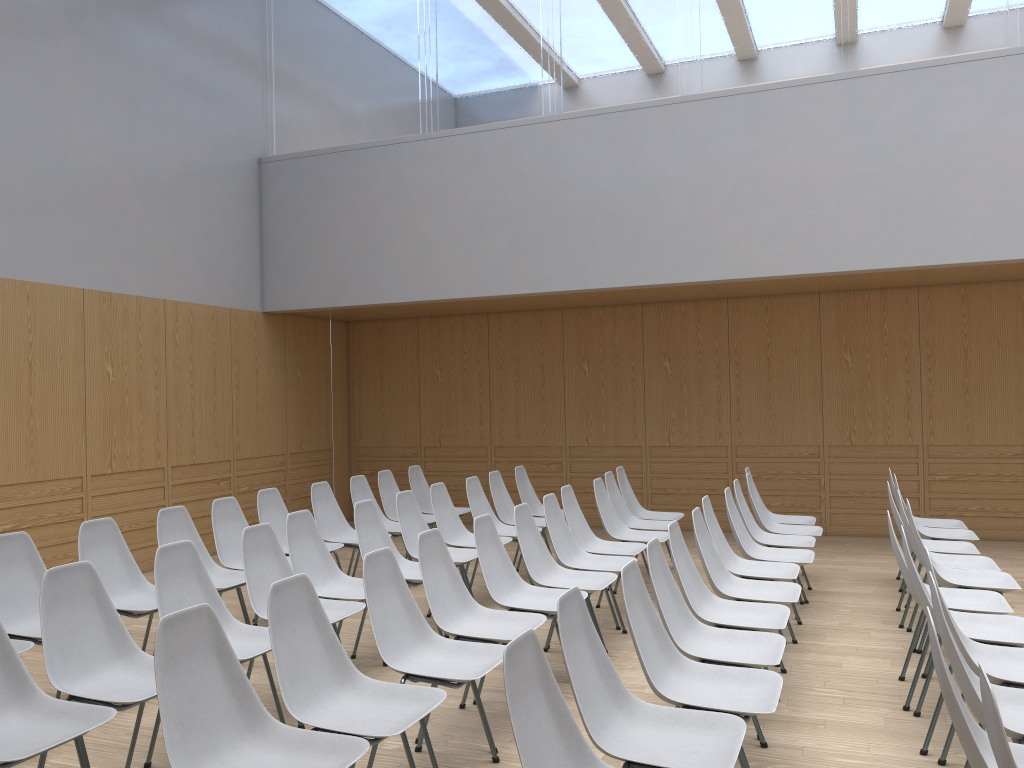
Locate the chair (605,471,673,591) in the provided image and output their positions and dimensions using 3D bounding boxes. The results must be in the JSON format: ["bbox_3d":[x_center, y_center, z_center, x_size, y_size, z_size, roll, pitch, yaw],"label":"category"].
[{"bbox_3d":[0.996,1.118,6.841,0.505,0.876,0.479,-2,-1,21],"label":"chair"}]

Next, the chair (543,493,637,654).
[{"bbox_3d":[0.468,1.105,5.330,0.505,0.876,0.479,-2,-1,21],"label":"chair"}]

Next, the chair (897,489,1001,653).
[{"bbox_3d":[2.500,1.052,5.086,0.505,0.876,0.479,-2,-1,21],"label":"chair"}]

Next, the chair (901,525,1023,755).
[{"bbox_3d":[1.913,1.043,3.696,0.505,0.876,0.479,-2,-1,21],"label":"chair"}]

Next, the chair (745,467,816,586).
[{"bbox_3d":[2.107,1.093,6.935,0.505,0.876,0.479,-2,-1,21],"label":"chair"}]

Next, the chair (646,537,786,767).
[{"bbox_3d":[0.814,1.066,3.519,0.505,0.876,0.479,-2,-1,21],"label":"chair"}]

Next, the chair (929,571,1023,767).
[{"bbox_3d":[1.567,1.034,2.700,0.505,0.876,0.479,-2,-1,21],"label":"chair"}]

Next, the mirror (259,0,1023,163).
[{"bbox_3d":[5.596,-3.672,6.432,17.827,2.089,0.253,-2,-1,21],"label":"mirror"}]

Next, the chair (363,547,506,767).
[{"bbox_3d":[-0.294,1.091,3.432,0.505,0.876,0.479,-2,-1,21],"label":"chair"}]

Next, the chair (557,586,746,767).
[{"bbox_3d":[0.412,1.060,2.604,0.505,0.876,0.479,-2,-1,21],"label":"chair"}]

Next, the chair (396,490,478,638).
[{"bbox_3d":[-0.466,1.134,5.735,0.505,0.876,0.479,-2,-1,21],"label":"chair"}]

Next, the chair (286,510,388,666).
[{"bbox_3d":[-0.930,1.129,4.772,0.505,0.876,0.479,-2,-1,21],"label":"chair"}]

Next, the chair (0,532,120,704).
[{"bbox_3d":[-2.178,1.148,4.157,0.505,0.876,0.479,-2,-1,21],"label":"chair"}]

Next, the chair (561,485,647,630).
[{"bbox_3d":[0.604,1.110,5.837,0.505,0.876,0.479,-2,-1,21],"label":"chair"}]

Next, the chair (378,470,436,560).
[{"bbox_3d":[-0.856,1.174,7.538,0.505,0.876,0.479,-2,-1,21],"label":"chair"}]

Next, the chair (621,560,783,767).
[{"bbox_3d":[0.653,1.061,3.030,0.505,0.876,0.479,-2,-1,21],"label":"chair"}]

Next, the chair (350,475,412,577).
[{"bbox_3d":[-1.003,1.169,7.057,0.505,0.876,0.479,-2,-1,21],"label":"chair"}]

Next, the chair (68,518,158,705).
[{"bbox_3d":[-1.970,1.151,4.633,0.505,0.876,0.479,-2,-1,21],"label":"chair"}]

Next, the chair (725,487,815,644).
[{"bbox_3d":[1.585,1.080,5.442,0.505,0.876,0.479,-2,-1,21],"label":"chair"}]

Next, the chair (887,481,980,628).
[{"bbox_3d":[2.655,1.057,5.592,0.505,0.876,0.479,-2,-1,21],"label":"chair"}]

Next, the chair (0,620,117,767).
[{"bbox_3d":[-1.585,1.111,2.796,0.505,0.876,0.479,-2,-1,21],"label":"chair"}]

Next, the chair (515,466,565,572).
[{"bbox_3d":[0.306,1.148,7.660,0.505,0.876,0.479,-2,-1,21],"label":"chair"}]

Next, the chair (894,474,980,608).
[{"bbox_3d":[2.914,1.059,6.093,0.505,0.876,0.479,-2,-1,21],"label":"chair"}]

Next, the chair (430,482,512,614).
[{"bbox_3d":[-0.292,1.138,6.235,0.505,0.876,0.479,-2,-1,21],"label":"chair"}]

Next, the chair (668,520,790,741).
[{"bbox_3d":[0.986,1.070,4.014,0.505,0.876,0.479,-2,-1,21],"label":"chair"}]

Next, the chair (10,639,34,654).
[{"bbox_3d":[-2.321,1.143,3.660,0.505,0.876,0.479,-2,-1,21],"label":"chair"}]

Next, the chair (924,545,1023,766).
[{"bbox_3d":[1.774,1.037,3.178,0.505,0.876,0.479,-2,-1,21],"label":"chair"}]

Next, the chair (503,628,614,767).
[{"bbox_3d":[0.260,1.055,2.102,0.505,0.876,0.479,-2,-1,21],"label":"chair"}]

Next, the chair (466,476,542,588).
[{"bbox_3d":[-0.065,1.141,6.684,0.505,0.876,0.479,-2,-1,21],"label":"chair"}]

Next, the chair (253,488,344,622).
[{"bbox_3d":[-1.473,1.165,6.129,0.505,0.876,0.479,-2,-1,21],"label":"chair"}]

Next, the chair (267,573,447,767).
[{"bbox_3d":[-0.516,1.087,2.916,0.505,0.876,0.479,-2,-1,21],"label":"chair"}]

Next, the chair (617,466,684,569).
[{"bbox_3d":[1.144,1.123,7.333,0.505,0.876,0.479,-2,-1,21],"label":"chair"}]

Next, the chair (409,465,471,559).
[{"bbox_3d":[-0.650,1.177,8.008,0.505,0.876,0.479,-2,-1,21],"label":"chair"}]

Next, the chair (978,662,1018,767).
[{"bbox_3d":[1.219,1.026,1.735,0.505,0.876,0.479,-2,-1,21],"label":"chair"}]

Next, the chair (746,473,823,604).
[{"bbox_3d":[1.976,1.087,6.414,0.505,0.876,0.479,-2,-1,21],"label":"chair"}]

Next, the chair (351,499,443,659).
[{"bbox_3d":[-0.647,1.130,5.224,0.505,0.876,0.479,-2,-1,21],"label":"chair"}]

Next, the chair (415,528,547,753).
[{"bbox_3d":[-0.138,1.096,3.941,0.505,0.876,0.479,-2,-1,21],"label":"chair"}]

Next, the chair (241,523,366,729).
[{"bbox_3d":[-1.012,1.122,4.261,0.505,0.876,0.479,-2,-1,21],"label":"chair"}]

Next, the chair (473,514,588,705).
[{"bbox_3d":[0.090,1.098,4.412,0.505,0.876,0.479,-2,-1,21],"label":"chair"}]

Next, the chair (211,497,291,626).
[{"bbox_3d":[-1.600,1.158,5.579,0.505,0.876,0.479,-2,-1,21],"label":"chair"}]

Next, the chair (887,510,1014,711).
[{"bbox_3d":[2.062,1.048,4.191,0.505,0.876,0.479,-2,-1,21],"label":"chair"}]

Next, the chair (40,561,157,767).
[{"bbox_3d":[-1.448,1.116,3.279,0.505,0.876,0.479,-2,-1,21],"label":"chair"}]

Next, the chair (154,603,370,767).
[{"bbox_3d":[-0.709,1.085,2.482,0.505,0.876,0.479,-2,-1,21],"label":"chair"}]

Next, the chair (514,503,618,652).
[{"bbox_3d":[0.292,1.101,4.853,0.505,0.876,0.479,-2,-1,21],"label":"chair"}]

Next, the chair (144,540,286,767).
[{"bbox_3d":[-1.222,1.118,3.753,0.505,0.876,0.479,-2,-1,21],"label":"chair"}]

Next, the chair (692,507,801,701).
[{"bbox_3d":[1.191,1.073,4.484,0.505,0.876,0.479,-2,-1,21],"label":"chair"}]

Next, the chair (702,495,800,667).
[{"bbox_3d":[1.355,1.078,5.013,0.505,0.876,0.479,-2,-1,21],"label":"chair"}]

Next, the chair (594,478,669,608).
[{"bbox_3d":[0.860,1.112,6.305,0.505,0.876,0.479,-2,-1,21],"label":"chair"}]

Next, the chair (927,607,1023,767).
[{"bbox_3d":[1.340,1.032,2.232,0.505,0.876,0.479,-2,-1,21],"label":"chair"}]

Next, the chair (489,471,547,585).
[{"bbox_3d":[0.095,1.145,7.171,0.505,0.876,0.479,-2,-1,21],"label":"chair"}]

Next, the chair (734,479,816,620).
[{"bbox_3d":[1.773,1.085,5.972,0.505,0.876,0.479,-2,-1,21],"label":"chair"}]

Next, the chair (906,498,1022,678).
[{"bbox_3d":[2.356,1.048,4.641,0.505,0.876,0.479,-2,-1,21],"label":"chair"}]

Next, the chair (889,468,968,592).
[{"bbox_3d":[3.079,1.064,6.567,0.505,0.876,0.479,-2,-1,21],"label":"chair"}]

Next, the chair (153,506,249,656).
[{"bbox_3d":[-1.759,1.154,5.123,0.505,0.876,0.479,-2,-1,21],"label":"chair"}]

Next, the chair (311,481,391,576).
[{"bbox_3d":[-1.196,1.165,6.536,0.505,0.876,0.479,-2,-1,21],"label":"chair"}]
